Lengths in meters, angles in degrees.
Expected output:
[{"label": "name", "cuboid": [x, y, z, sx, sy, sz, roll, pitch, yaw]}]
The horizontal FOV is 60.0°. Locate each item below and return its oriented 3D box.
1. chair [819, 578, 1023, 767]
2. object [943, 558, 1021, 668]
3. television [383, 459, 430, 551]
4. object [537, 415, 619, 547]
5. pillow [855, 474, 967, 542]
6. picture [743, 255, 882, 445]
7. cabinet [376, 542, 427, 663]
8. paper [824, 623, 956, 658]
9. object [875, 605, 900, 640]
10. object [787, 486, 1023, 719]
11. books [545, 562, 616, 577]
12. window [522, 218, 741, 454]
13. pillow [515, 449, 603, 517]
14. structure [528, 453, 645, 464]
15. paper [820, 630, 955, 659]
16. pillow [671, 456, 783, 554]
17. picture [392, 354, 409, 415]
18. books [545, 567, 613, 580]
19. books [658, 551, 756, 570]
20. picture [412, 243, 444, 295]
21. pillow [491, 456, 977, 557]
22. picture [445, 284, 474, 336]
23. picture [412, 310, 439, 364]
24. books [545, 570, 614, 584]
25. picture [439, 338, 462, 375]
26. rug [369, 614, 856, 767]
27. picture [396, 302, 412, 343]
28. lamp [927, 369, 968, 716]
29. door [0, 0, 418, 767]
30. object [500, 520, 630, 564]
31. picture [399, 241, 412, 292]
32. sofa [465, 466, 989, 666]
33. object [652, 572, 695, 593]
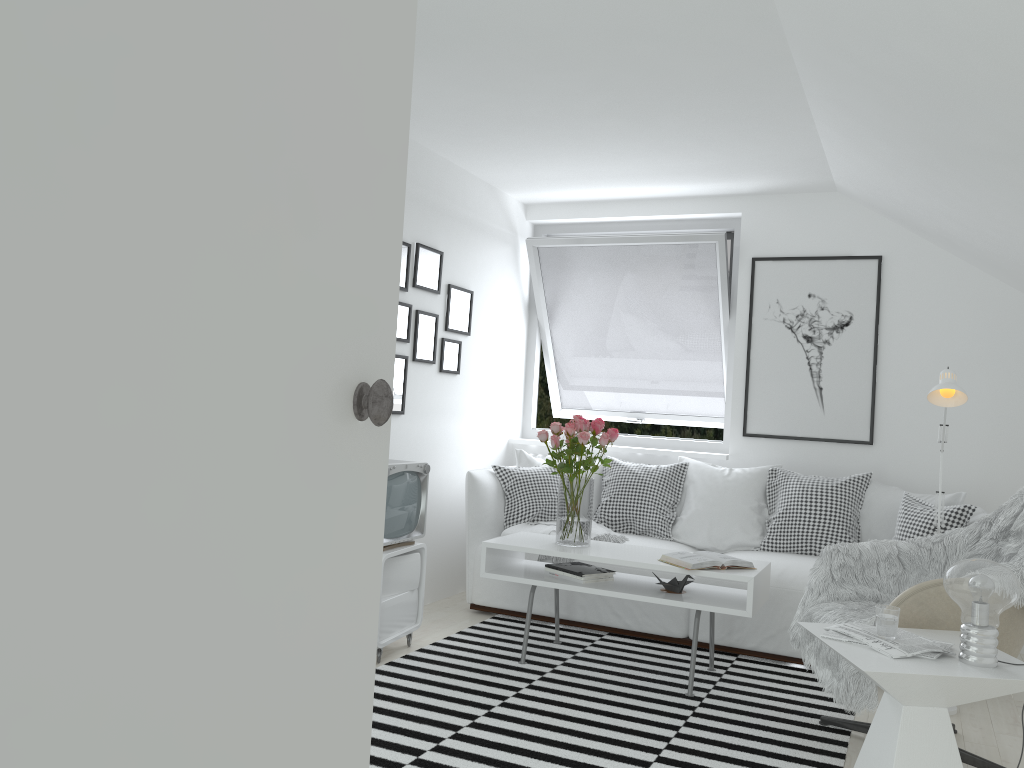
[{"label": "chair", "cuboid": [1.512, 0.832, 3.128, 0.776, 0.941, 0.719, 3, -1, -1]}, {"label": "object", "cuboid": [1.257, 0.609, 2.382, 0.185, 0.279, 0.185, 3, -2, 18]}, {"label": "television", "cuboid": [-0.589, 0.536, 3.985, 0.273, 0.374, 0.414, 3, -2, 25]}, {"label": "object", "cuboid": [0.293, 0.440, 4.075, 0.350, 0.599, 0.327, 2, -2, 45]}, {"label": "pillow", "cuboid": [1.988, 0.731, 4.492, 0.333, 0.498, 0.623, 4, -2, -32]}, {"label": "picture", "cuboid": [1.735, -0.206, 5.150, 0.720, 1.072, 0.015, 3, -2, 25]}, {"label": "cabinet", "cuboid": [-0.649, 0.958, 3.985, 0.350, 0.477, 0.467, 3, -2, 19]}, {"label": "paper", "cuboid": [1.077, 0.732, 2.545, 0.205, 0.024, 0.312, 4, -2, -15]}, {"label": "object", "cuboid": [1.077, 0.685, 2.547, 0.067, 0.087, 0.067, 3, -2, 22]}, {"label": "object", "cuboid": [1.511, 0.726, 3.134, 0.954, 0.789, 0.784, 3, -2, 5]}, {"label": "books", "cuboid": [0.311, 0.844, 4.041, 0.207, 0.012, 0.257, 5, -2, -37]}, {"label": "window", "cuboid": [-0.629, -0.211, 8.571, 12.055, 8.137, 4.514, 3, -2, 25]}, {"label": "pillow", "cuboid": [0.298, 0.649, 5.312, 0.617, 0.491, 0.321, 3, -1, -1]}, {"label": "structure", "cuboid": [0.793, 0.812, 5.478, 1.655, 0.660, 0.206, 3, -2, 25]}, {"label": "paper", "cuboid": [1.076, 0.735, 2.545, 0.312, 0.015, 0.205, 2, -2, 40]}, {"label": "pillow", "cuboid": [1.149, 0.678, 4.894, 0.599, 0.505, 0.391, 3, -2, 25]}, {"label": "picture", "cuboid": [-0.605, 0.001, 4.525, 0.019, 0.306, 0.232, 3, -2, 25]}, {"label": "books", "cuboid": [0.303, 0.856, 4.038, 0.191, 0.014, 0.254, 5, -2, -40]}, {"label": "books", "cuboid": [0.824, 0.744, 3.745, 0.342, 0.040, 0.231, 4, -2, -23]}, {"label": "picture", "cuboid": [-0.451, -0.620, 4.792, 0.021, 0.236, 0.275, 3, -2, 25]}, {"label": "pillow", "cuboid": [1.085, 0.673, 4.770, 2.488, 0.513, 0.676, 3, -2, 27]}, {"label": "picture", "cuboid": [-0.303, -0.425, 5.138, 0.019, 0.266, 0.290, 3, -2, 25]}, {"label": "picture", "cuboid": [-0.466, -0.252, 4.804, 0.018, 0.274, 0.225, 3, -2, 25]}, {"label": "books", "cuboid": [0.304, 0.871, 4.033, 0.191, 0.014, 0.259, 5, -2, -39]}, {"label": "picture", "cuboid": [-0.349, -0.157, 5.068, 0.017, 0.194, 0.218, 3, -2, 25]}, {"label": "rug", "cuboid": [0.194, 1.227, 3.180, 1.846, 0.004, 4.362, 3, -2, 25]}, {"label": "picture", "cuboid": [-0.575, -0.320, 4.558, 0.018, 0.202, 0.196, 3, -2, 25]}, {"label": "lamp", "cuboid": [1.680, 0.636, 3.517, 0.196, 1.373, 0.527, 3, -2, 29]}, {"label": "door", "cuboid": [-0.684, 0.068, 0.287, 1.397, 2.055, 0.688, 4, -2, -17]}, {"label": "object", "cuboid": [0.375, 0.884, 4.917, 0.670, 0.291, 0.831, 3, -2, 24]}, {"label": "picture", "cuboid": [-0.578, -0.607, 4.522, 0.018, 0.248, 0.196, 3, -2, 25]}, {"label": "sofa", "cuboid": [1.053, 0.933, 4.727, 2.647, 0.768, 0.917, 3, -2, 25]}, {"label": "object", "cuboid": [0.697, 0.853, 3.845, 0.194, 0.088, 0.186, 3, -2, 14]}]
